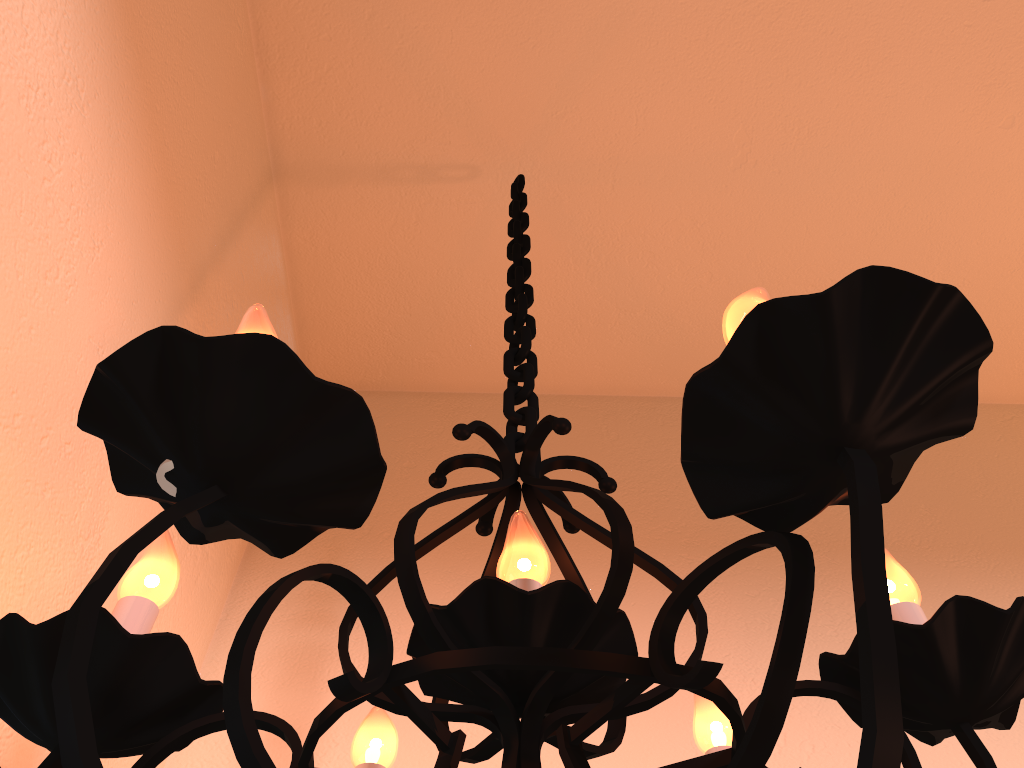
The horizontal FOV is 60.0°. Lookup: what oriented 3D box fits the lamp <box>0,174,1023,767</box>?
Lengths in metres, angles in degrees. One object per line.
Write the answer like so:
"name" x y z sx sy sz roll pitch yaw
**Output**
"lamp" 0.005 -0.009 0.797 0.616 1.104 0.551 -8 -55 5
